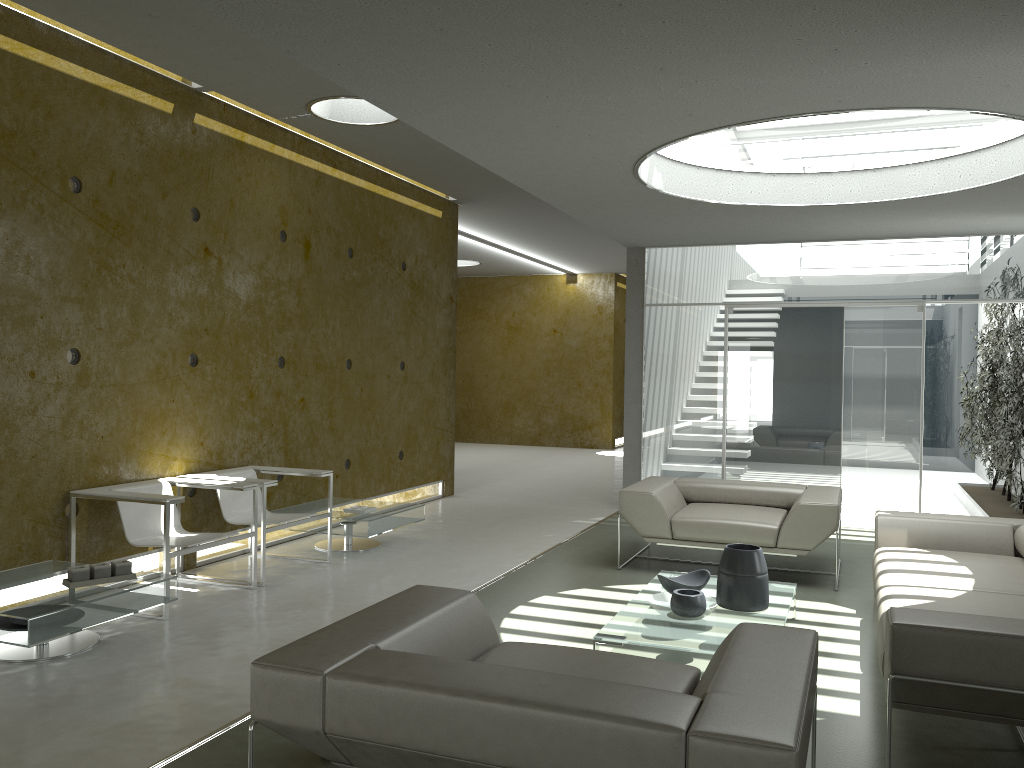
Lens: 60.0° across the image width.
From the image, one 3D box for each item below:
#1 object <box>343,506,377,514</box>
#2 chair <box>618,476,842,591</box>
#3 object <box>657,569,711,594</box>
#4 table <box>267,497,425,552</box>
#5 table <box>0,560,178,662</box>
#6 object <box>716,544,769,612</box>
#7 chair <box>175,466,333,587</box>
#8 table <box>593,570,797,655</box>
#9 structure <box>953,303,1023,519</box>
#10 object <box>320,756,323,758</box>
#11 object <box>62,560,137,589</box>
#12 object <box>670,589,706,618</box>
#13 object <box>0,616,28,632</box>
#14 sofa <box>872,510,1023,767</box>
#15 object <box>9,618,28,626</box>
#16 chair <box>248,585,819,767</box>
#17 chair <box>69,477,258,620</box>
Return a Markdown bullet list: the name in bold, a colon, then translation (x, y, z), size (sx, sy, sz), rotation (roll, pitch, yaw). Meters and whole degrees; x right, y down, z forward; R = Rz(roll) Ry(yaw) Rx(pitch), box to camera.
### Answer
- **object**: translation (-1.177, 0.977, 6.879), size (0.197, 0.029, 0.189), rotation (1, 1, 21)
- **chair**: translation (1.625, 1.049, 6.520), size (1.481, 0.583, 1.039), rotation (1, 1, 21)
- **object**: translation (0.933, 1.087, 4.821), size (0.317, 0.125, 0.223), rotation (0, 1, -32)
- **table**: translation (-1.303, 1.137, 7.070), size (0.900, 0.300, 0.900), rotation (1, 1, 21)
- **table**: translation (-2.343, 1.151, 4.418), size (0.900, 0.300, 0.900), rotation (1, 1, 21)
- **object**: translation (1.200, 1.000, 4.608), size (0.265, 0.309, 0.265), rotation (1, 1, 4)
- **chair**: translation (-1.778, 0.956, 6.181), size (0.710, 0.667, 0.800), rotation (1, 1, 21)
- **table**: translation (1.010, 1.253, 4.592), size (0.790, 0.200, 1.500), rotation (1, 1, 21)
- **structure**: translation (5.131, 0.068, 9.428), size (0.646, 2.589, 3.371), rotation (1, 1, 21)
- **object**: translation (-0.630, 1.198, 3.327), size (0.216, 0.288, 0.329), rotation (1, 1, 11)
- **object**: translation (-2.091, 0.956, 4.503), size (0.326, 0.097, 0.118), rotation (0, 1, -44)
- **object**: translation (0.880, 1.096, 4.429), size (0.177, 0.113, 0.177), rotation (1, 1, 2)
- **object**: translation (-2.233, 1.112, 4.176), size (0.394, 0.027, 0.394), rotation (1, 1, 5)
- **sofa**: translation (2.239, 1.084, 4.105), size (1.037, 0.585, 2.791), rotation (1, 1, 21)
- **object**: translation (-2.233, 1.109, 4.176), size (0.239, 0.027, 0.239), rotation (1, 1, 38)
- **chair**: translation (0.129, 1.069, 2.704), size (1.481, 0.583, 1.039), rotation (1, 1, 21)
- **chair**: translation (-2.090, 0.961, 5.384), size (0.710, 0.667, 0.800), rotation (1, 1, 21)
